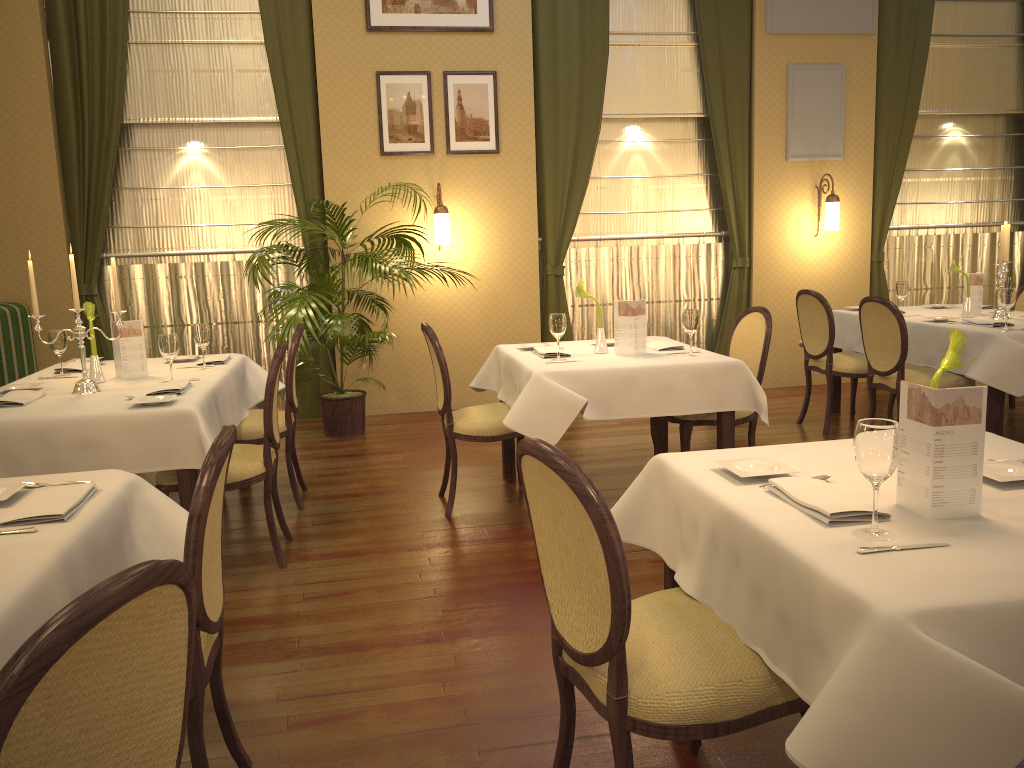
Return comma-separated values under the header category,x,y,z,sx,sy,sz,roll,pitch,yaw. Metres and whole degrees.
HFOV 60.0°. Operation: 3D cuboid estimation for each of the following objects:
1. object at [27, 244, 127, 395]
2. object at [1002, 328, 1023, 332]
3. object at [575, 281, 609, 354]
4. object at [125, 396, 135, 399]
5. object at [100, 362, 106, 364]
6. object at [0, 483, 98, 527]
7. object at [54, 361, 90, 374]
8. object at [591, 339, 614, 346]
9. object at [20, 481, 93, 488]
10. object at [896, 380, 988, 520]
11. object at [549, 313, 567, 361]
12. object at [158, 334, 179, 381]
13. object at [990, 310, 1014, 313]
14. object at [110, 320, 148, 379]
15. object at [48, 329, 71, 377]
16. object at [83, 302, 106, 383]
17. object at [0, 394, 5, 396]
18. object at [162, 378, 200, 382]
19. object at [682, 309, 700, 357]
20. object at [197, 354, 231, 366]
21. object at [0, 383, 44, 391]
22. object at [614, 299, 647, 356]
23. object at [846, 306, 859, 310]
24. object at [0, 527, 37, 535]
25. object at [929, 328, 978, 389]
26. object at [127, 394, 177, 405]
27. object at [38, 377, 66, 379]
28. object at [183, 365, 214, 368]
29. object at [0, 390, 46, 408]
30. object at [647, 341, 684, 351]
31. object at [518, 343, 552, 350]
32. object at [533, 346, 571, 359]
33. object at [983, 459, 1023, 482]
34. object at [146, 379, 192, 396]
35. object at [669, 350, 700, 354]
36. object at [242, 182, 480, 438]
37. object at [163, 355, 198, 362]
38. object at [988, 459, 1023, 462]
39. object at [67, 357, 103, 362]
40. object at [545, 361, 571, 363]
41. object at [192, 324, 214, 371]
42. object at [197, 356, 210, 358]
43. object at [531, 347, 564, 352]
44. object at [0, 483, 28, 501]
category,x,y,z,sx,sy,sz,roll,pitch,yaw
object,-1.874,-0.283,3.834,0.390,0.655,0.131,-3,9,-4
object,2.793,-0.302,4.909,0.181,0.015,0.038,-3,9,-8
object,0.413,-0.345,4.566,0.163,0.375,0.076,0,10,12
object,-1.501,0.053,3.661,0.181,0.015,0.038,-3,9,-8
object,-2.288,-0.107,4.794,0.181,0.015,0.038,-3,9,-8
object,-1.112,0.289,2.138,0.142,0.024,0.273,-4,10,-10
object,-2.273,-0.087,4.628,0.142,0.033,0.273,-4,10,-10
object,0.531,-0.224,4.889,0.160,0.024,0.160,-4,10,-10
object,-1.204,0.262,2.341,0.181,0.015,0.038,-3,9,-8
object,0.883,0.140,1.845,0.166,0.277,0.081,5,12,36
object,0.227,-0.231,4.357,0.088,0.229,0.088,5,12,37
object,-1.538,-0.109,3.992,0.088,0.229,0.088,5,12,37
object,3.260,-0.482,5.911,0.185,0.010,0.017,-4,10,-10
object,-1.864,-0.166,4.270,0.166,0.277,0.081,-1,9,6
object,-2.250,-0.153,4.410,0.088,0.229,0.088,5,12,37
object,-1.970,-0.197,4.170,0.076,0.375,0.163,-6,10,-23
object,-2.133,0.045,3.858,0.185,0.010,0.017,-3,10,-9
object,-1.545,-0.018,4.112,0.185,0.010,0.017,-4,10,-10
object,0.875,-0.250,4.340,0.088,0.229,0.088,5,12,37
object,-1.598,-0.128,4.760,0.142,0.024,0.273,-4,10,-10
object,-2.200,0.022,3.971,0.160,0.024,0.160,-4,10,-10
object,0.603,-0.283,4.461,0.166,0.277,0.081,-3,9,-4
object,2.506,-0.544,6.406,0.160,0.024,0.160,-4,10,-10
object,-1.143,0.327,1.943,0.185,0.010,0.017,-4,10,-10
object,0.946,0.068,1.958,0.163,0.375,0.076,-8,11,-33
object,-1.425,0.071,3.517,0.160,0.024,0.160,-4,10,-10
object,-2.224,-0.033,4.348,0.185,0.010,0.017,-3,10,-9
object,-1.629,-0.090,4.565,0.185,0.010,0.017,-4,10,-10
object,-2.062,0.061,3.692,0.142,0.033,0.273,-4,10,-10
object,0.798,-0.202,4.705,0.142,0.024,0.273,-4,10,-10
object,0.126,-0.201,4.832,0.160,0.024,0.160,-4,10,-10
object,0.204,-0.164,4.575,0.142,0.033,0.273,-4,10,-10
object,1.171,0.215,2.102,0.160,0.024,0.160,-4,10,-10
object,-1.478,0.018,3.829,0.142,0.033,0.273,-4,10,-10
object,0.858,-0.158,4.459,0.185,0.010,0.017,-4,10,-10
object,-1.156,-0.529,6.304,1.496,1.807,1.552,-7,11,-29
object,-1.803,-0.134,4.830,0.160,0.024,0.160,-4,10,-10
object,1.283,0.193,2.235,0.181,0.015,0.038,-3,9,-8
object,-2.351,-0.124,4.885,0.160,0.024,0.160,-4,10,-10
object,0.253,-0.110,4.295,0.185,0.010,0.017,-3,10,-9
object,-1.555,-0.186,4.462,0.088,0.229,0.088,5,12,37
object,-1.690,-0.155,4.963,0.181,0.015,0.038,-3,9,-8
object,0.190,-0.184,4.741,0.181,0.015,0.038,-3,9,-8
object,-1.316,0.284,2.207,0.160,0.024,0.160,-4,10,-10
